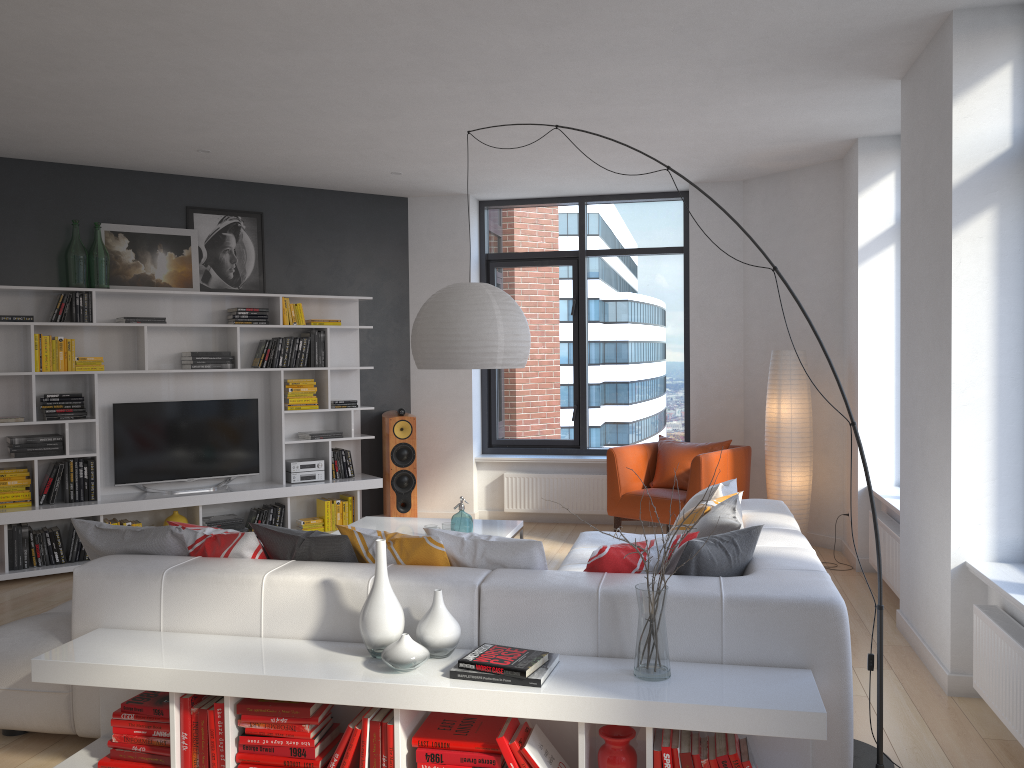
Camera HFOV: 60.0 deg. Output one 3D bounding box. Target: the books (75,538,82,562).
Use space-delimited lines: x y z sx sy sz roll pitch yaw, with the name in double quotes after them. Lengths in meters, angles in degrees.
-3.169 1.153 6.471 0.075 0.254 0.192 -2 2 -34 "books"

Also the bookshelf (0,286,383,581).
-2.487 0.312 6.914 3.000 2.052 0.455 -2 2 -33 "bookshelf"

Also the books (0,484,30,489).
-3.586 0.723 6.321 0.251 0.019 0.180 -2 2 -33 "books"

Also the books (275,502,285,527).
-1.922 1.113 7.278 0.066 0.260 0.197 -2 2 -33 "books"

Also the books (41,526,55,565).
-3.322 1.159 6.355 0.066 0.255 0.193 -2 2 -34 "books"

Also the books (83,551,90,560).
-3.114 1.153 6.505 0.084 0.249 0.191 -2 2 -33 "books"

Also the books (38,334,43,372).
-3.404 -0.223 6.384 0.025 0.270 0.213 -2 2 -33 "books"

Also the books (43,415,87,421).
-3.263 0.244 6.470 0.263 0.026 0.189 -2 2 -35 "books"

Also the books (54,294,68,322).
-3.286 -0.547 6.457 0.087 0.214 0.171 -2 2 -33 "books"

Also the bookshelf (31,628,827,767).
-0.341 1.183 2.961 2.600 0.500 0.356 0 2 12 "bookshelf"

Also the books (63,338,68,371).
-3.271 -0.212 6.477 0.023 0.239 0.169 -2 2 -33 "books"

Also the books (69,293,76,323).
-3.216 -0.552 6.489 0.021 0.221 0.156 -2 2 -33 "books"

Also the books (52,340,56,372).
-3.326 -0.203 6.419 0.024 0.229 0.156 -2 2 -33 "books"

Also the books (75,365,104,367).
-3.131 -0.136 6.558 0.196 0.011 0.148 -2 2 -33 "books"

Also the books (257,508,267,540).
-2.045 1.130 7.182 0.081 0.233 0.169 -2 2 -34 "books"

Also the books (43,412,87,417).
-3.263 0.219 6.471 0.270 0.025 0.189 -2 2 -34 "books"

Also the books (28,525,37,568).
-3.415 1.154 6.302 0.053 0.268 0.202 -2 2 -34 "books"

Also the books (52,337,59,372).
-3.318 -0.216 6.446 0.019 0.251 0.180 -2 2 -33 "books"

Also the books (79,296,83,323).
-3.175 -0.545 6.517 0.021 0.200 0.147 -2 2 -33 "books"

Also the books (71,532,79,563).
-3.175 1.161 6.437 0.069 0.242 0.172 -2 2 -32 "books"

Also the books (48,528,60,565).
-3.292 1.164 6.365 0.066 0.242 0.177 -2 2 -34 "books"

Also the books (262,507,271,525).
-2.009 1.127 7.190 0.069 0.242 0.172 -2 2 -32 "books"

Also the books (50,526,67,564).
-3.266 1.159 6.387 0.083 0.249 0.191 -2 2 -33 "books"

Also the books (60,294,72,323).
-3.256 -0.548 6.462 0.074 0.212 0.154 -2 2 -34 "books"

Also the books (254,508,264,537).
-2.079 1.131 7.177 0.096 0.234 0.187 -2 2 -33 "books"

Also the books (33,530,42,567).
-3.386 1.169 6.317 0.053 0.240 0.189 -2 2 -33 "books"

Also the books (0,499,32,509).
-3.569 0.854 6.304 0.270 0.029 0.204 -2 2 -28 "books"

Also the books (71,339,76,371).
-3.229 -0.211 6.504 0.024 0.234 0.172 -2 2 -33 "books"

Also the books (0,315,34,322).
-3.536 -0.457 6.270 0.268 0.046 0.208 -2 2 -30 "books"

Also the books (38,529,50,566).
-3.340 1.165 6.330 0.050 0.242 0.169 -2 2 -34 "books"

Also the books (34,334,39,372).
-3.421 -0.222 6.362 0.029 0.270 0.204 -2 2 -33 "books"

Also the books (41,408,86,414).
-3.279 0.191 6.482 0.266 0.030 0.209 -2 2 -35 "books"

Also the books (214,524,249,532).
-2.310 1.184 7.056 0.343 0.137 0.277 -2 2 -38 "books"

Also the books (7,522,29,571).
-3.493 1.134 6.256 0.128 0.321 0.259 -2 2 -33 "books"

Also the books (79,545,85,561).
-3.140 1.157 6.475 0.071 0.243 0.179 -2 2 -34 "books"

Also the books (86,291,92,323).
-3.124 -0.561 6.543 0.019 0.230 0.174 -2 2 -33 "books"

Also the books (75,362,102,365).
-3.125 -0.149 6.538 0.169 0.018 0.113 -2 2 -32 "books"

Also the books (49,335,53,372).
-3.353 -0.220 6.426 0.015 0.263 0.199 -2 2 -33 "books"

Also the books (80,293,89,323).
-3.151 -0.554 6.534 0.038 0.218 0.169 -2 2 -33 "books"

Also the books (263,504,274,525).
-2.004 1.118 7.225 0.075 0.254 0.192 -2 2 -34 "books"

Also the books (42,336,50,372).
-3.377 -0.217 6.408 0.044 0.255 0.198 -2 2 -33 "books"

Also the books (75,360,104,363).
-3.128 -0.165 6.554 0.187 0.014 0.134 -2 2 -33 "books"

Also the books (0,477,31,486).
-3.576 0.696 6.324 0.250 0.035 0.185 -2 2 -30 "books"

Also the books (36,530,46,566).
-3.362 1.169 6.324 0.049 0.236 0.170 -2 2 -33 "books"

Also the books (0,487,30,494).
-3.590 0.762 6.322 0.263 0.015 0.198 -2 2 -30 "books"

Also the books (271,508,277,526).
-1.978 1.125 7.235 0.068 0.243 0.179 -2 2 -35 "books"

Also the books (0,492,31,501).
-3.579 0.792 6.313 0.255 0.044 0.198 -2 2 -33 "books"

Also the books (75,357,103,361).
-3.139 -0.186 6.562 0.186 0.026 0.138 -2 2 -33 "books"

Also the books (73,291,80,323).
-3.198 -0.559 6.507 0.025 0.232 0.176 -2 2 -33 "books"

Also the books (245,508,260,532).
-2.104 1.131 7.154 0.104 0.234 0.182 -2 2 -33 "books"

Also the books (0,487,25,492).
-3.586 0.745 6.299 0.228 0.024 0.152 -2 2 -29 "books"

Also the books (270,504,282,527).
-1.950 1.119 7.259 0.084 0.249 0.191 -2 2 -33 "books"

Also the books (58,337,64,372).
-3.294 -0.217 6.459 0.035 0.250 0.185 -2 2 -33 "books"

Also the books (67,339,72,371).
-3.249 -0.210 6.487 0.024 0.234 0.172 -2 2 -33 "books"

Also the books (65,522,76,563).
-3.209 1.151 6.448 0.066 0.260 0.197 -2 2 -33 "books"

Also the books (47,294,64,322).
-3.310 -0.547 6.434 0.096 0.213 0.166 -2 2 -35 "books"

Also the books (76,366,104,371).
-3.129 -0.113 6.555 0.190 0.033 0.147 -2 2 -33 "books"
